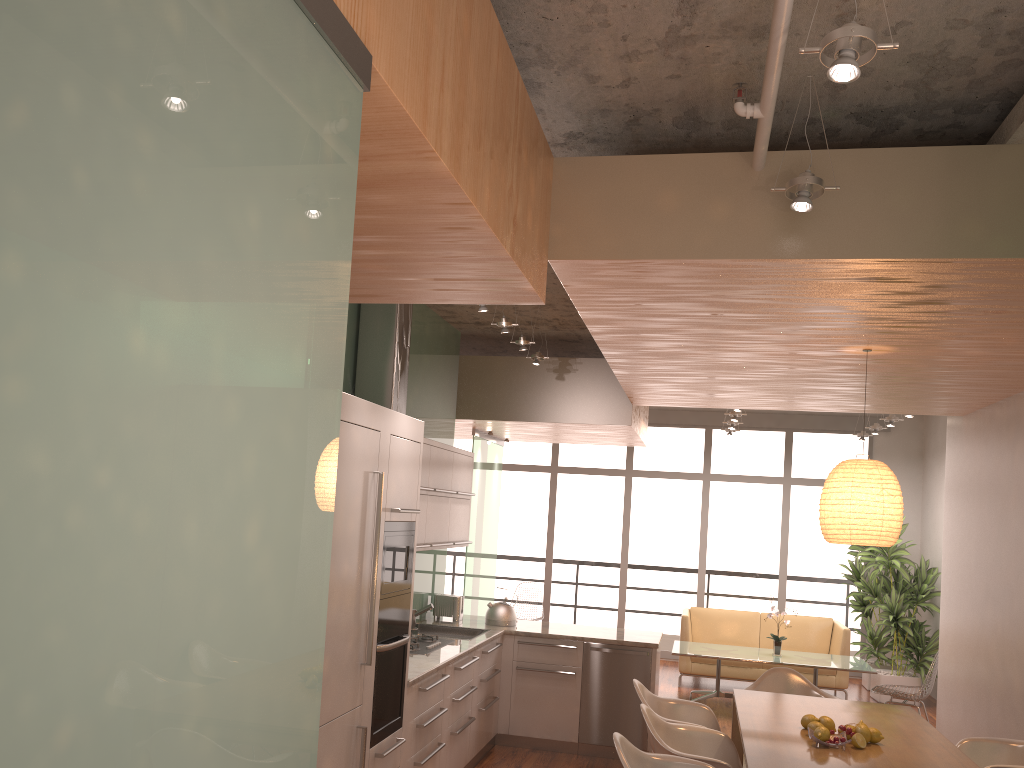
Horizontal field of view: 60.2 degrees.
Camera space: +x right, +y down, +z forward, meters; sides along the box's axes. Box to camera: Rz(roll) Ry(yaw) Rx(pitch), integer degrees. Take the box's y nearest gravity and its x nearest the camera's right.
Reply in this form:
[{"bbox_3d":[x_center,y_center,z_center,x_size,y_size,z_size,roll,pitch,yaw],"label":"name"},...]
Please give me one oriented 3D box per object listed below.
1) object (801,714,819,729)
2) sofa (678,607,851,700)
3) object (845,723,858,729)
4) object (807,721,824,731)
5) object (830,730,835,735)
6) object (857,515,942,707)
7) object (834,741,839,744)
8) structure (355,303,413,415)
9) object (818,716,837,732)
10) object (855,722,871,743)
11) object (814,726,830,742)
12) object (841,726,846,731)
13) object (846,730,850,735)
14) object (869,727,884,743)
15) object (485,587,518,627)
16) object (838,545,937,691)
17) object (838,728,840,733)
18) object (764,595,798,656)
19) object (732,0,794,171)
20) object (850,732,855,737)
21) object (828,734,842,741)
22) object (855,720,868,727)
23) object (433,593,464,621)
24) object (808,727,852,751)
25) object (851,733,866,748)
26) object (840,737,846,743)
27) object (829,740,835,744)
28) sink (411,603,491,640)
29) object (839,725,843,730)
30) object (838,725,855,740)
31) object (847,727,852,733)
[{"bbox_3d":[1.517,1.724,4.504,0.078,0.077,0.081,4,-6,-2],"label":"object"},{"bbox_3d":[2.822,3.036,10.025,1.802,0.833,0.885,2,-6,13],"label":"sofa"},{"bbox_3d":[1.653,1.668,4.304,0.070,0.021,0.065,7,-9,-27],"label":"object"},{"bbox_3d":[1.501,1.701,4.350,0.081,0.071,0.083,3,-6,2],"label":"object"},{"bbox_3d":[1.595,1.736,4.397,0.026,0.026,0.024,2,-5,12],"label":"object"},{"bbox_3d":[4.332,2.461,9.784,0.968,2.093,1.085,2,-4,26],"label":"object"},{"bbox_3d":[1.523,1.687,4.139,0.025,0.026,0.026,-1,-7,42],"label":"object"},{"bbox_3d":[-0.809,-0.255,5.612,0.255,1.127,0.263,3,-3,13],"label":"structure"},{"bbox_3d":[1.595,1.723,4.471,0.078,0.077,0.081,5,-6,-12],"label":"object"},{"bbox_3d":[1.692,1.684,4.258,0.074,0.093,0.076,2,-5,20],"label":"object"},{"bbox_3d":[1.467,1.655,4.172,0.082,0.071,0.080,5,-6,-11],"label":"object"},{"bbox_3d":[1.611,1.674,4.292,0.026,0.026,0.024,-2,-8,45],"label":"object"},{"bbox_3d":[1.626,1.685,4.272,0.024,0.026,0.026,4,-6,-7],"label":"object"},{"bbox_3d":[1.754,1.707,4.290,0.081,0.071,0.083,3,-6,2],"label":"object"},{"bbox_3d":[-0.085,1.826,7.261,0.263,0.303,0.264,1,-6,29],"label":"object"},{"bbox_3d":[4.459,2.565,10.447,1.082,2.093,0.970,1,-4,31],"label":"object"},{"bbox_3d":[1.657,1.750,4.455,0.026,0.023,0.026,2,-6,17],"label":"object"},{"bbox_3d":[2.647,2.401,8.755,0.298,0.586,0.373,3,-4,7],"label":"object"},{"bbox_3d":[0.391,-1.180,1.056,0.135,0.111,4.516,2,-8,12],"label":"object"},{"bbox_3d":[1.641,1.689,4.250,0.026,0.026,0.024,2,-5,12],"label":"object"},{"bbox_3d":[1.538,1.688,4.192,0.093,0.043,0.076,8,-8,-31],"label":"object"},{"bbox_3d":[1.720,1.707,4.345,0.074,0.100,0.072,8,-6,-42],"label":"object"},{"bbox_3d":[-0.524,1.864,7.365,0.237,0.201,0.154,2,-5,13],"label":"object"},{"bbox_3d":[1.497,1.680,4.170,0.174,0.060,0.175,2,-8,13],"label":"object"},{"bbox_3d":[1.635,1.684,4.169,0.074,0.068,0.063,8,-7,-40],"label":"object"},{"bbox_3d":[1.559,1.677,4.157,0.026,0.026,0.023,1,-6,25],"label":"object"},{"bbox_3d":[1.508,1.688,4.157,0.026,0.025,0.026,-1,-7,37],"label":"object"},{"bbox_3d":[-0.524,1.848,6.631,0.616,0.380,0.647,2,-7,13],"label":"sink"},{"bbox_3d":[1.615,1.681,4.320,0.025,0.026,0.026,5,-6,-20],"label":"object"},{"bbox_3d":[1.654,1.707,4.320,0.084,0.074,0.079,6,-6,-24],"label":"object"},{"bbox_3d":[1.628,1.671,4.259,0.024,0.026,0.026,4,-6,-7],"label":"object"}]
